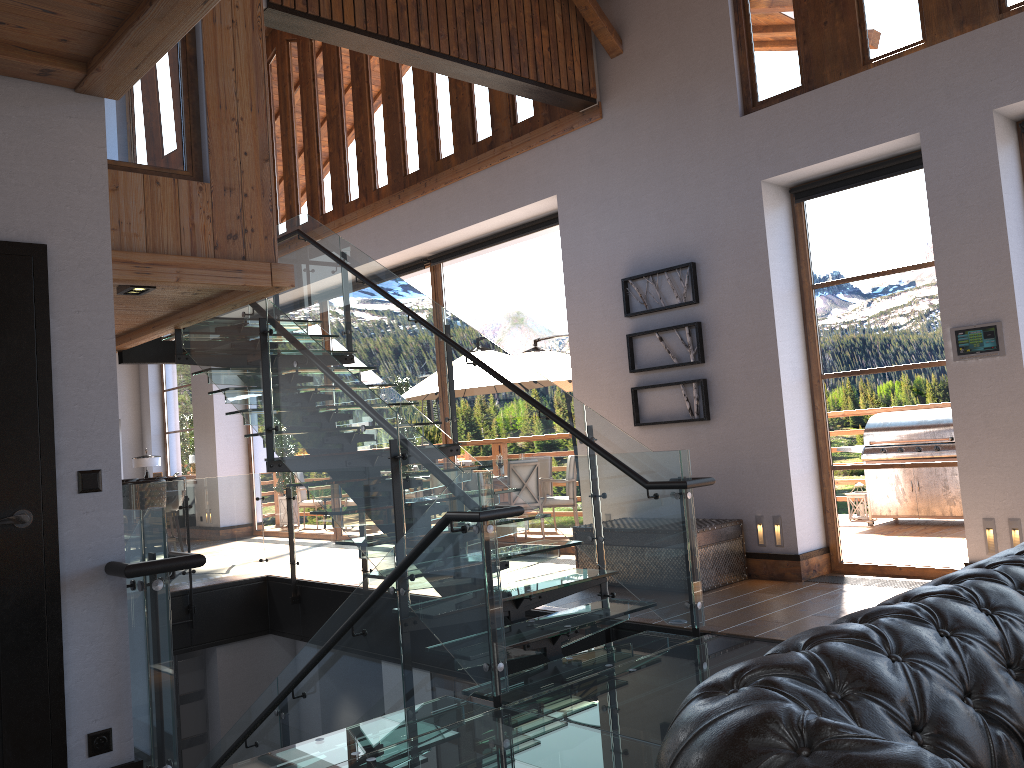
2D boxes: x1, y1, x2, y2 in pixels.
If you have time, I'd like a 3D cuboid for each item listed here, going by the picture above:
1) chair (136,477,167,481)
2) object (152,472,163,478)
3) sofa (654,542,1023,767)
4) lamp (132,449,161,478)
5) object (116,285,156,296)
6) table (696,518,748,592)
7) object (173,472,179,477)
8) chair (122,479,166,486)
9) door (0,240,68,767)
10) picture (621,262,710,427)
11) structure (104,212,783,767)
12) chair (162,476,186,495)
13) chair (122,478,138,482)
[{"bbox_3d":[-5.042,1.851,12.262,0.498,1.093,0.574,-7,-5,31],"label":"chair"},{"bbox_3d":[-6.176,1.685,15.462,0.152,0.288,0.494,-1,-5,-42],"label":"object"},{"bbox_3d":[1.410,0.818,1.776,2.597,0.839,1.223,-1,-5,-43],"label":"sofa"},{"bbox_3d":[-6.531,1.519,15.865,0.475,0.726,0.464,-2,-5,-33],"label":"lamp"},{"bbox_3d":[-2.333,-0.606,5.502,0.157,0.068,0.258,-1,-5,-42],"label":"object"},{"bbox_3d":[1.179,1.359,7.176,0.692,0.470,1.238,-1,-5,-42],"label":"table"},{"bbox_3d":[-5.780,1.645,15.082,0.497,0.263,0.181,-6,-4,15],"label":"object"},{"bbox_3d":[-4.239,1.657,10.179,0.510,1.093,0.561,-1,-6,-43],"label":"chair"},{"bbox_3d":[-1.936,0.538,2.763,0.952,2.057,0.142,-1,-6,-42],"label":"door"},{"bbox_3d":[1.297,-0.317,7.560,0.060,1.313,0.764,-1,-6,-42],"label":"picture"},{"bbox_3d":[-0.649,1.462,8.991,9.323,6.404,10.883,-1,-5,-42],"label":"structure"},{"bbox_3d":[-4.548,1.781,11.622,0.575,1.093,0.498,-2,-5,-33],"label":"chair"},{"bbox_3d":[-5.716,1.946,12.929,0.575,1.093,0.497,-1,-6,-43],"label":"chair"}]
